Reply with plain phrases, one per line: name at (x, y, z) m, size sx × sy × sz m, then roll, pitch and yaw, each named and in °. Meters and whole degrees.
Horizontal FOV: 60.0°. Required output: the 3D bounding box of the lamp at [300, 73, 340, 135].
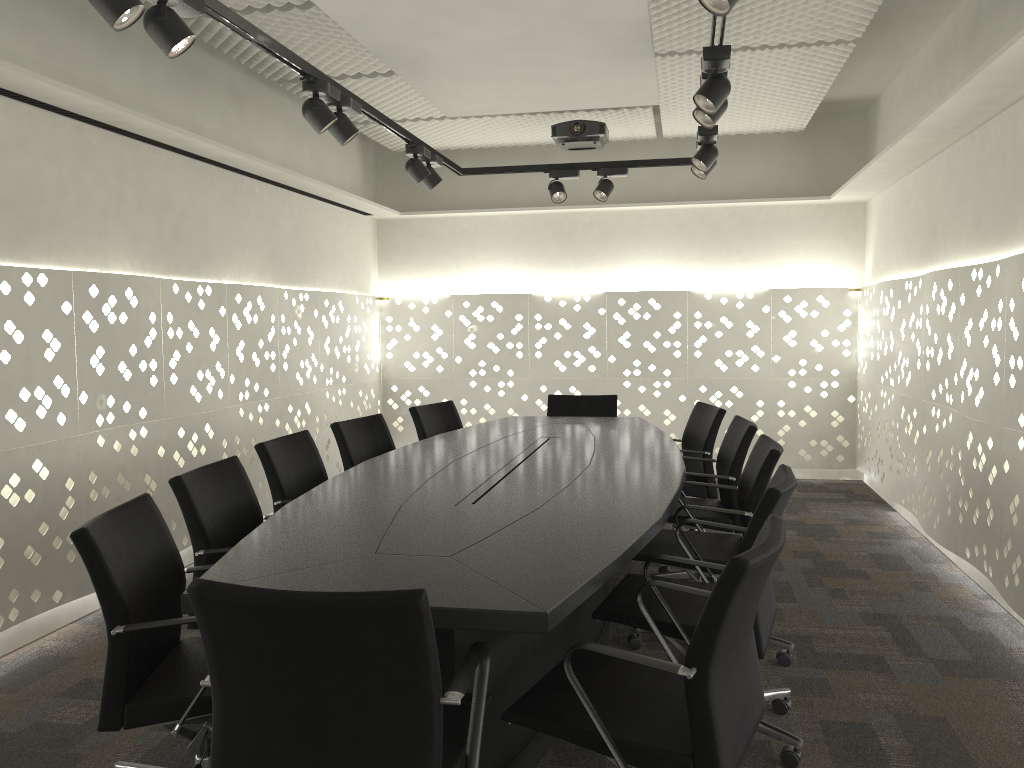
lamp at (-0.694, -1.022, 3.246) m, size 0.126 × 0.224 × 0.213 m, roll 0°, pitch 4°, yaw 14°

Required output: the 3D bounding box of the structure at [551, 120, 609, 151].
structure at (0.421, -1.523, 5.438) m, size 0.327 × 0.144 × 0.371 m, roll 0°, pitch 4°, yaw 11°

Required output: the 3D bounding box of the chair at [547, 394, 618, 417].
chair at (0.399, 0.453, 5.081) m, size 0.559 × 0.757 × 0.579 m, roll 0°, pitch 4°, yaw 16°

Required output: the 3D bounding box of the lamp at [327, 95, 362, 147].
lamp at (-0.651, -1.037, 3.465) m, size 0.126 × 0.224 × 0.213 m, roll 0°, pitch 4°, yaw 14°

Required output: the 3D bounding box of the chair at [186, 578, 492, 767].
chair at (-0.312, 0.692, 1.690) m, size 0.559 × 0.757 × 0.579 m, roll 0°, pitch 4°, yaw 16°

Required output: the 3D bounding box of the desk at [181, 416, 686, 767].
desk at (0.033, 0.626, 3.345) m, size 1.223 × 0.658 × 3.364 m, roll 0°, pitch 4°, yaw 11°

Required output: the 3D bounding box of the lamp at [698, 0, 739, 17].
lamp at (0.477, -0.951, 1.993) m, size 0.126 × 0.224 × 0.213 m, roll 0°, pitch 4°, yaw 14°

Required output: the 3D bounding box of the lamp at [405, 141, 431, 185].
lamp at (-0.462, -1.105, 4.428) m, size 0.126 × 0.224 × 0.213 m, roll 0°, pitch 4°, yaw 14°

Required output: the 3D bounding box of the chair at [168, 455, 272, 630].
chair at (-0.733, 0.625, 2.753) m, size 0.579 × 0.757 × 0.559 m, roll 0°, pitch 4°, yaw 11°

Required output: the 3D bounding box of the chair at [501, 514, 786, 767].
chair at (0.305, 0.673, 1.869) m, size 0.579 × 0.757 × 0.559 m, roll 2°, pitch 5°, yaw 31°

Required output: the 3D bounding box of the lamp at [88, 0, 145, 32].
lamp at (-0.921, -0.941, 2.090) m, size 0.126 × 0.224 × 0.213 m, roll 0°, pitch 4°, yaw 14°

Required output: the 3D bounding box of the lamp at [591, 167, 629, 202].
lamp at (0.567, -1.164, 5.111) m, size 0.214 × 0.224 × 0.118 m, roll -1°, pitch 4°, yaw 0°

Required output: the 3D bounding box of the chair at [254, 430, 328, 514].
chair at (-0.678, 0.578, 3.444) m, size 0.579 × 0.757 × 0.559 m, roll 0°, pitch 4°, yaw 16°

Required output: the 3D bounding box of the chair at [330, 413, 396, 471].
chair at (-0.511, 0.534, 4.058) m, size 0.579 × 0.757 × 0.559 m, roll 1°, pitch 4°, yaw 26°

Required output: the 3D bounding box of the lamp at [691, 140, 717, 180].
lamp at (0.936, -1.116, 4.331) m, size 0.126 × 0.224 × 0.213 m, roll 0°, pitch 4°, yaw 14°

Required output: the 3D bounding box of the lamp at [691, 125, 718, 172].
lamp at (0.893, -1.100, 4.113) m, size 0.126 × 0.224 × 0.213 m, roll 0°, pitch 4°, yaw 14°

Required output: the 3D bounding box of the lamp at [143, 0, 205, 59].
lamp at (-0.878, -0.956, 2.308) m, size 0.126 × 0.224 × 0.213 m, roll 0°, pitch 4°, yaw 14°

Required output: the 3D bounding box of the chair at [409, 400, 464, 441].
chair at (-0.237, 0.484, 4.741) m, size 0.579 × 0.757 × 0.559 m, roll 2°, pitch 5°, yaw 31°

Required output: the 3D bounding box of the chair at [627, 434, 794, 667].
chair at (0.705, 0.579, 3.172) m, size 0.579 × 0.757 × 0.559 m, roll 0°, pitch 4°, yaw 16°

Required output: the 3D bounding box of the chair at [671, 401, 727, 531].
chair at (0.812, 0.487, 4.518) m, size 0.579 × 0.757 × 0.559 m, roll -1°, pitch 4°, yaw 1°

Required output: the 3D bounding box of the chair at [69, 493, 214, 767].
chair at (-0.726, 0.667, 2.140) m, size 0.579 × 0.757 × 0.559 m, roll -1°, pitch 4°, yaw 1°

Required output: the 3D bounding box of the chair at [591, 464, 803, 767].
chair at (0.541, 0.626, 2.518) m, size 0.579 × 0.757 × 0.559 m, roll 1°, pitch 4°, yaw 26°

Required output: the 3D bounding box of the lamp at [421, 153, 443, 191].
lamp at (-0.419, -1.121, 4.647) m, size 0.126 × 0.224 × 0.213 m, roll 0°, pitch 4°, yaw 14°

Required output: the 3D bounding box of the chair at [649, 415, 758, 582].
chair at (0.797, 0.533, 3.834) m, size 0.579 × 0.757 × 0.559 m, roll 0°, pitch 4°, yaw 11°

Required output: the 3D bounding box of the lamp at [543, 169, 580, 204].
lamp at (0.286, -1.164, 5.157) m, size 0.213 × 0.224 × 0.126 m, roll 0°, pitch 4°, yaw 14°

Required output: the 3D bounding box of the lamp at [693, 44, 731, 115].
lamp at (0.666, -1.019, 2.956) m, size 0.126 × 0.224 × 0.213 m, roll 0°, pitch 4°, yaw 14°

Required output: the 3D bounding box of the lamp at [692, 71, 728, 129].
lamp at (0.709, -1.034, 3.175) m, size 0.126 × 0.224 × 0.213 m, roll 0°, pitch 4°, yaw 14°
